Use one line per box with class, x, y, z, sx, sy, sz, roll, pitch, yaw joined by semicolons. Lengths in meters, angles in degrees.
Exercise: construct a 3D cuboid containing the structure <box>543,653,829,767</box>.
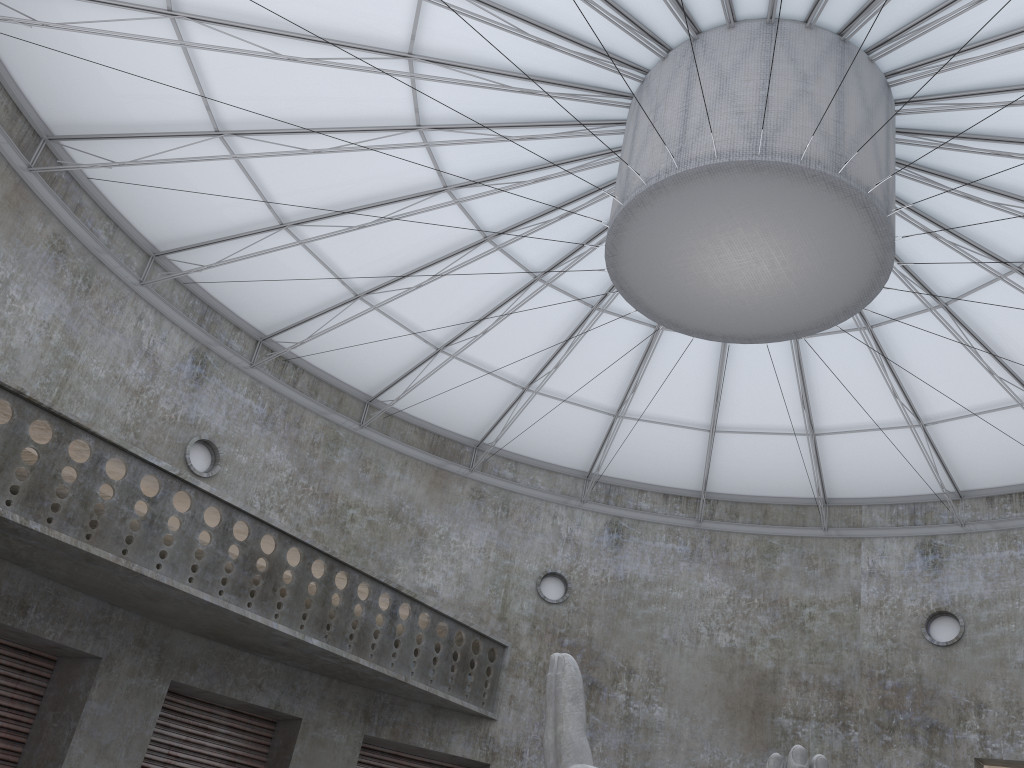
structure;5.039;7.604;14.559;10.717;5.587;15.979;12;-28;-1
